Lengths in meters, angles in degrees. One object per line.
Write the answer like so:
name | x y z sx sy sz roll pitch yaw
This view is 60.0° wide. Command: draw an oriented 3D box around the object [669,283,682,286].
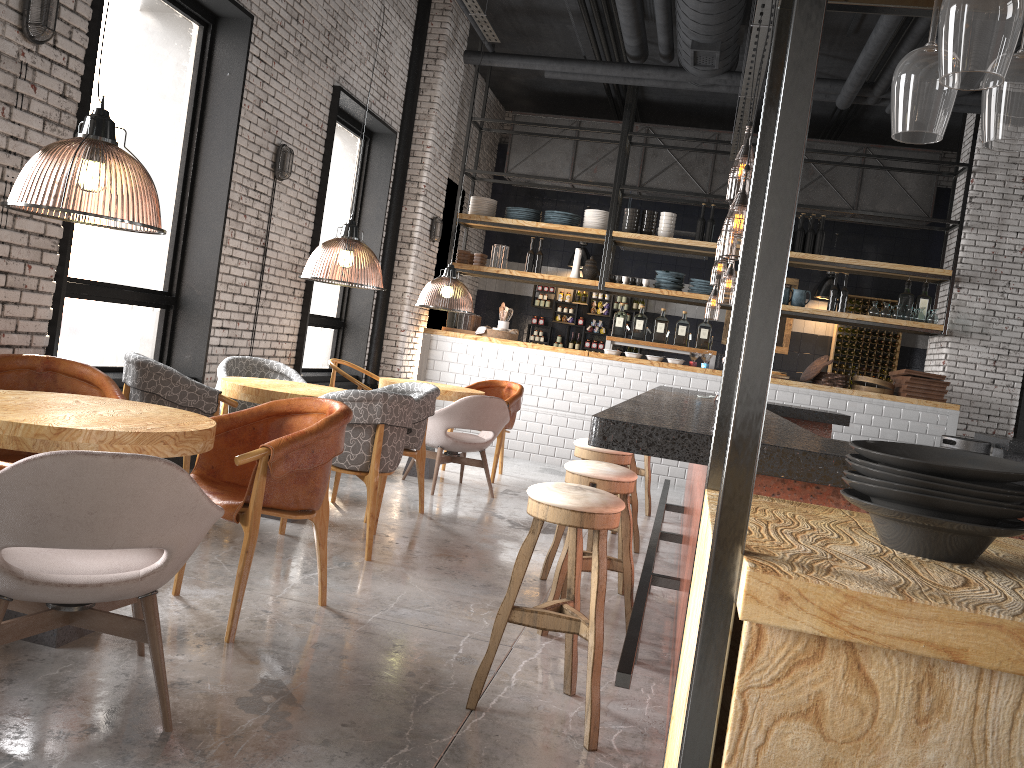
object | 1.855 -1.159 10.501 0.334 0.051 0.334 10 3 42

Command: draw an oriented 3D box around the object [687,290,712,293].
object | 2.288 -1.061 10.411 0.453 0.042 0.454 8 3 -14

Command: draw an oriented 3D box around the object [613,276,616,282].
object | 1.193 -1.234 10.530 0.072 0.097 0.072 9 2 11

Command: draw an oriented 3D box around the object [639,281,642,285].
object | 1.499 -1.187 10.467 0.072 0.097 0.072 7 2 -29

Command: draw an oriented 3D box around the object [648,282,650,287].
object | 1.621 -1.178 10.681 0.072 0.097 0.072 9 2 12

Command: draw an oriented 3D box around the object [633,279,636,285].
object | 1.424 -1.198 10.483 0.072 0.097 0.072 10 2 39

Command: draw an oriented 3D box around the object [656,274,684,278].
object | 1.871 -1.264 10.497 0.335 0.036 0.335 8 2 1

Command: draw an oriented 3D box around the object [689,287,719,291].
object | 2.294 -1.109 10.409 0.452 0.062 0.455 7 3 -34

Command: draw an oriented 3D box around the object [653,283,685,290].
object | 1.853 -1.141 10.503 0.373 0.067 0.372 8 2 -7

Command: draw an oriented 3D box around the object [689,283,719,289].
object | 2.300 -1.132 10.407 0.453 0.065 0.453 7 3 -26

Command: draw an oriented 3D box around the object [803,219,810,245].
object | 3.445 -1.687 10.332 0.098 0.458 0.098 8 1 -11

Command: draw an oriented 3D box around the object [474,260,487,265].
object | -0.405 -1.508 10.986 0.157 0.053 0.168 9 2 16

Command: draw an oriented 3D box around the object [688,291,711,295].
object | 2.285 -1.037 10.412 0.454 0.033 0.454 8 2 -6

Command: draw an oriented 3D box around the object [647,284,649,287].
object | 1.598 -1.177 10.567 0.072 0.097 0.072 9 2 11

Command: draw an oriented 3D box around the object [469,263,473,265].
object | -0.537 -1.487 11.123 0.157 0.053 0.168 9 2 11

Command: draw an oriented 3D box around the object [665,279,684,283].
object | 1.863 -1.209 10.499 0.335 0.039 0.335 9 2 11

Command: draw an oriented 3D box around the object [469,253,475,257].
object | -0.520 -1.608 11.120 0.157 0.053 0.168 9 2 11

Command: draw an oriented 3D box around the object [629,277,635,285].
object | 1.400 -1.197 10.368 0.072 0.097 0.072 9 2 32

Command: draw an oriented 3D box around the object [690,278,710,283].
object | 2.308 -1.178 10.407 0.453 0.062 0.454 10 3 27

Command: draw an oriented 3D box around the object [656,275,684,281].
object | 1.868 -1.238 10.500 0.335 0.052 0.334 10 3 28

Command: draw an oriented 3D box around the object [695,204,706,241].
object | 2.217 -1.875 10.382 0.098 0.471 0.098 9 2 34

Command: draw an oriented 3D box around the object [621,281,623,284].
object | 1.314 -1.226 10.744 0.072 0.097 0.072 9 2 30

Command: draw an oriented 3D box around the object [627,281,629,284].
object | 1.367 -1.212 10.614 0.072 0.097 0.072 8 2 0

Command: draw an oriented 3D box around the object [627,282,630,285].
object | 1.391 -1.214 10.728 0.072 0.097 0.072 8 2 0

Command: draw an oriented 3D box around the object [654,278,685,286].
object | 1.864 -1.192 10.498 0.372 0.071 0.373 9 3 23

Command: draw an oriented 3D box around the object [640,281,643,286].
object | 1.522 -1.188 10.582 0.072 0.097 0.072 9 2 20

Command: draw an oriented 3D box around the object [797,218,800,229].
object | 3.336 -1.704 10.354 0.098 0.458 0.098 9 2 34

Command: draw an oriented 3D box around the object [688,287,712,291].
object | 2.294 -1.084 10.410 0.454 0.050 0.453 10 3 31

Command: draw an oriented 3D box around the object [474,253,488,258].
object | -0.394 -1.584 10.985 0.157 0.053 0.168 9 2 16

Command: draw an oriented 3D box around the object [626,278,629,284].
object | 1.344 -1.211 10.499 0.072 0.097 0.072 9 2 13

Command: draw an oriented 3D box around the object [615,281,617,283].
object | 1.239 -1.237 10.759 0.072 0.097 0.072 10 2 36

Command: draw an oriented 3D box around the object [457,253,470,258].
object | -0.591 -1.566 10.874 0.157 0.053 0.168 9 2 11

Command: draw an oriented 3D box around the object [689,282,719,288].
object | 2.302 -1.154 10.408 0.455 0.048 0.453 10 3 38

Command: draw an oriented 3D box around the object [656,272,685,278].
object | 1.875 -1.278 10.497 0.334 0.048 0.335 8 2 -2

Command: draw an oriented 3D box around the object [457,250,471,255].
object | -0.585 -1.607 10.873 0.157 0.053 0.168 9 2 11

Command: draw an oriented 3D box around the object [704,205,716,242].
object | 2.321 -1.858 10.361 0.098 0.471 0.098 9 2 34

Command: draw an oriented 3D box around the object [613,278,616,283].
object | 1.216 -1.235 10.645 0.072 0.097 0.072 8 2 -1

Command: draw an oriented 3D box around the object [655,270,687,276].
object | 1.876 -1.298 10.496 0.373 0.050 0.373 10 3 33

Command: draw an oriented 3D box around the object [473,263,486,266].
object | -0.412 -1.463 10.987 0.157 0.053 0.168 9 2 16

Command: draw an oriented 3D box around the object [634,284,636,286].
object | 1.470 -1.201 10.712 0.072 0.097 0.072 7 2 -35

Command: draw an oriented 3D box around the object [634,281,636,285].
object | 1.447 -1.200 10.597 0.072 0.097 0.072 10 2 41

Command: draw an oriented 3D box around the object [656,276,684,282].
object | 1.867 -1.222 10.500 0.333 0.052 0.335 6 3 -40

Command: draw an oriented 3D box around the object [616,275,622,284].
object | 1.245 -1.221 10.400 0.072 0.097 0.072 9 2 33

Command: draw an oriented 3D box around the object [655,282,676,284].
object | 1.857 -1.171 10.500 0.334 0.045 0.335 9 2 8

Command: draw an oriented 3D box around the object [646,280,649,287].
object | 1.575 -1.175 10.452 0.072 0.097 0.072 9 2 15

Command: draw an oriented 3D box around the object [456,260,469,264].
object | -0.603 -1.486 10.876 0.157 0.053 0.168 9 2 11

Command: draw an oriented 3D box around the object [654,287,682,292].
object | 1.848 -1.106 10.501 0.334 0.033 0.335 7 3 -20

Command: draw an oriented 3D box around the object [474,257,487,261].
object | -0.400 -1.543 10.985 0.157 0.053 0.168 9 2 16

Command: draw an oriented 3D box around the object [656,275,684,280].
object | 1.869 -1.249 10.498 0.334 0.035 0.335 8 3 -14

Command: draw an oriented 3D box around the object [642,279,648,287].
object | 1.552 -1.173 10.337 0.072 0.097 0.072 10 2 43

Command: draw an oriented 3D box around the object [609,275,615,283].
object | 1.170 -1.232 10.415 0.072 0.097 0.072 9 2 34

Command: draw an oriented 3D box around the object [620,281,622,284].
object | 1.291 -1.224 10.629 0.072 0.097 0.072 10 2 43

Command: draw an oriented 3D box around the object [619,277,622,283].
object | 1.268 -1.222 10.515 0.072 0.097 0.072 8 2 -2

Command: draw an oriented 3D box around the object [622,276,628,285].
object | 1.321 -1.209 10.384 0.072 0.097 0.072 7 2 -39

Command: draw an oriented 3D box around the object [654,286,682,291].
object | 1.850 -1.119 10.499 0.334 0.046 0.334 8 2 -3

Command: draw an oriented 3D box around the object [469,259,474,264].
object | -0.531 -1.532 11.122 0.157 0.053 0.168 9 2 11

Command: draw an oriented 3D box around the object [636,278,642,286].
object | 1.475 -1.185 10.353 0.072 0.097 0.072 9 2 20

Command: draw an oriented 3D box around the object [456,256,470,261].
object | -0.596 -1.530 10.875 0.157 0.053 0.168 9 2 11
